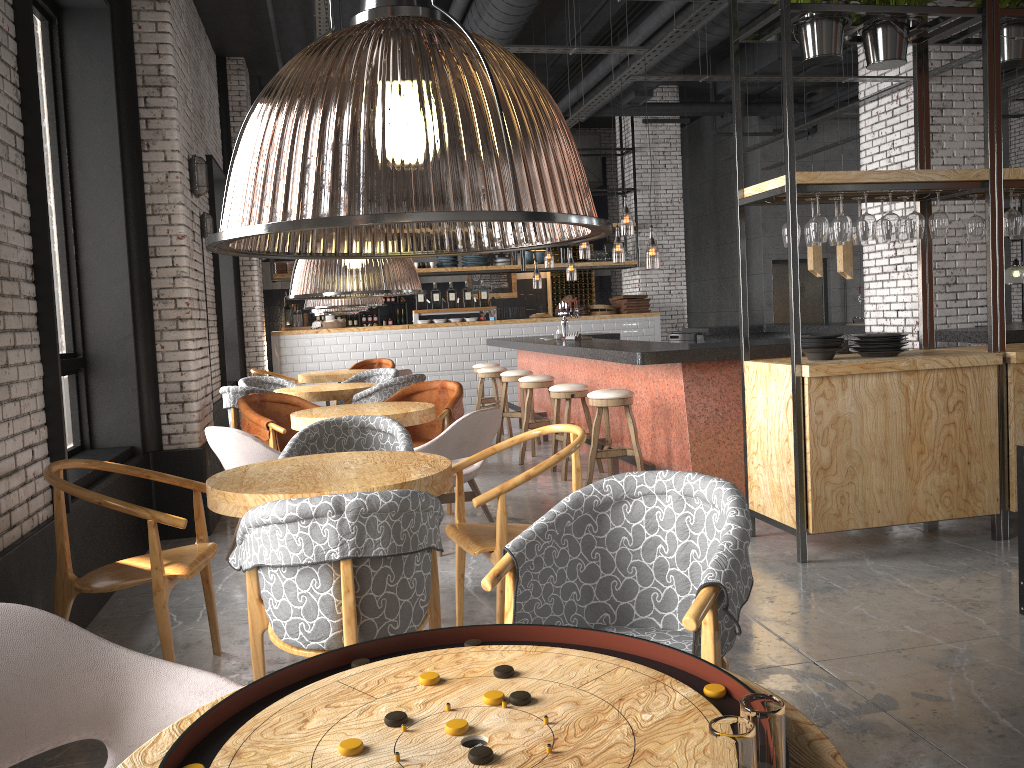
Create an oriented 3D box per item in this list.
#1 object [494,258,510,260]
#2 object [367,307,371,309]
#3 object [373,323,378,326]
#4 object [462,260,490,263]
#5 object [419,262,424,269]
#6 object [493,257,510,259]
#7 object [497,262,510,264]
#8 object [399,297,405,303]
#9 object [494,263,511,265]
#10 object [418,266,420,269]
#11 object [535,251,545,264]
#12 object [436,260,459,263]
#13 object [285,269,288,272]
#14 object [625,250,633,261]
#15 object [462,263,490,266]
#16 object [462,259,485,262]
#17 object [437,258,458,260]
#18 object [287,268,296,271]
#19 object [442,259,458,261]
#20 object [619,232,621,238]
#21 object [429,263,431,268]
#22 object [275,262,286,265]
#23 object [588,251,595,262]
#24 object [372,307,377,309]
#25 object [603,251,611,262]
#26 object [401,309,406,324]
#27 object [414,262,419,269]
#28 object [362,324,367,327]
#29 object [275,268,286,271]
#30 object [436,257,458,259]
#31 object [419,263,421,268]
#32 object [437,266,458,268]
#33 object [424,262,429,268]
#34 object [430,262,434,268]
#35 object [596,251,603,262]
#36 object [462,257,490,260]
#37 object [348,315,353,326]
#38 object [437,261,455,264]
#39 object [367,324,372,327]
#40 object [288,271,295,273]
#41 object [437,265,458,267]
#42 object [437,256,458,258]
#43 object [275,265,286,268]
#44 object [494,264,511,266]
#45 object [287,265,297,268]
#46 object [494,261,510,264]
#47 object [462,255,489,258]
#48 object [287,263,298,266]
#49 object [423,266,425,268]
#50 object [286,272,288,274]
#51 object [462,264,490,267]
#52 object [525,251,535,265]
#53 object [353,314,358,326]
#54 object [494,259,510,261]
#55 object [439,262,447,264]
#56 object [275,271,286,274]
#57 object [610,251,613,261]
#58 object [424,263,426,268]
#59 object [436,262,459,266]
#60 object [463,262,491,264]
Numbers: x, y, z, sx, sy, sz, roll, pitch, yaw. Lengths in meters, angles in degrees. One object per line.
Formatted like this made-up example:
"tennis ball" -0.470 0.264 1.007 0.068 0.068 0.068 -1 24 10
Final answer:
"object" -0.157 -1.957 13.928 0.265 0.034 0.265 -3 4 1
"object" -2.665 -1.450 16.493 0.111 0.101 0.090 1 5 45
"object" -2.539 -1.082 16.522 0.106 0.108 0.089 0 5 39
"object" -0.562 -1.907 13.844 0.454 0.062 0.453 0 5 33
"object" -1.367 -1.797 13.457 0.072 0.097 0.072 -2 4 9
"object" -0.159 -1.968 13.927 0.265 0.037 0.265 -4 5 -17
"object" -0.155 -1.885 13.931 0.263 0.037 0.263 -6 6 -38
"object" -2.056 -1.573 16.600 0.106 0.108 0.089 0 5 39
"object" -0.154 -1.875 13.931 0.263 0.038 0.263 -3 4 4
"object" -1.415 -1.812 13.686 0.072 0.097 0.072 -2 4 18
"object" 0.457 -1.997 14.039 0.166 0.230 0.198 -6 5 -41
"object" -0.999 -1.895 13.754 0.371 0.071 0.373 -3 4 0
"object" -3.462 -1.710 13.385 0.157 0.053 0.168 -4 4 -12
"object" 1.868 -2.053 14.167 0.118 0.180 0.118 -2 4 12
"object" -0.559 -1.858 13.848 0.454 0.042 0.454 -6 5 -37
"object" -0.560 -1.931 13.843 0.452 0.065 0.454 1 6 41
"object" -1.003 -1.925 13.754 0.334 0.052 0.334 -1 5 27
"object" -3.292 -1.713 13.310 0.157 0.053 0.168 -3 4 -7
"object" -1.004 -1.911 13.753 0.335 0.039 0.335 -4 5 -12
"object" 1.742 -2.245 14.354 0.140 0.549 0.097 -3 3 -7
"object" -1.239 -1.815 13.603 0.072 0.097 0.072 -3 4 -8
"object" -3.428 -1.769 13.128 0.157 0.053 0.168 -4 4 -12
"object" 1.263 -2.018 14.091 0.118 0.180 0.118 0 5 42
"object" -2.563 -1.462 16.503 0.092 0.112 0.100 -5 4 -25
"object" 1.508 -2.031 14.113 0.118 0.180 0.118 -1 4 21
"object" -2.042 -1.269 16.622 0.079 0.280 0.079 -3 3 -8
"object" -1.447 -1.792 13.441 0.072 0.097 0.072 -1 4 28
"object" -2.738 -1.071 16.480 0.092 0.112 0.100 -5 4 -25
"object" -3.424 -1.692 13.132 0.157 0.053 0.168 -4 4 -12
"object" -1.005 -1.940 13.754 0.335 0.051 0.334 -2 4 5
"object" -1.391 -1.805 13.572 0.072 0.097 0.072 -2 4 16
"object" -0.998 -1.807 13.759 0.335 0.033 0.335 -7 6 -42
"object" -1.292 -1.802 13.473 0.072 0.097 0.072 -3 4 -3
"object" -1.215 -1.807 13.489 0.072 0.097 0.072 -1 4 20
"object" 1.386 -2.024 14.098 0.118 0.180 0.118 0 5 38
"object" -0.563 -1.953 13.842 0.454 0.048 0.454 -2 5 15
"object" -2.997 -1.207 16.424 0.079 0.280 0.079 -3 3 -3
"object" -1.003 -1.872 13.755 0.334 0.045 0.335 -4 5 -15
"object" -2.645 -1.075 16.501 0.092 0.108 0.105 -3 4 0
"object" -3.289 -1.668 13.313 0.157 0.053 0.168 -3 4 -7
"object" -0.999 -1.821 13.757 0.335 0.046 0.334 -5 5 -26
"object" -1.006 -1.952 13.751 0.335 0.035 0.335 -6 5 -36
"object" -3.426 -1.728 13.130 0.157 0.053 0.168 -4 4 -12
"object" -0.153 -1.863 13.933 0.263 0.026 0.264 -1 5 24
"object" -3.293 -1.748 13.308 0.157 0.053 0.168 -3 4 -7
"object" -0.156 -1.903 13.931 0.265 0.038 0.265 -2 4 11
"object" -0.562 -1.977 13.842 0.453 0.062 0.455 -3 4 4
"object" -3.295 -1.790 13.306 0.157 0.053 0.168 -3 4 -7
"object" -1.340 -1.817 13.702 0.072 0.097 0.072 -3 4 -3
"object" -3.460 -1.665 13.387 0.157 0.053 0.168 -4 4 -12
"object" -0.557 -1.834 13.850 0.454 0.033 0.454 -5 5 -29
"object" 0.280 -1.987 14.015 0.198 0.230 0.166 -3 4 -5
"object" -2.904 -1.213 16.443 0.079 0.280 0.079 -6 5 -43
"object" -0.157 -1.939 13.929 0.263 0.029 0.263 -6 5 -35
"object" -1.003 -1.860 13.757 0.334 0.051 0.335 -1 5 19
"object" -3.422 -1.648 13.135 0.157 0.053 0.168 -4 4 -12
"object" 1.623 -2.040 14.151 0.118 0.180 0.118 -5 4 -35
"object" -1.316 -1.810 13.587 0.072 0.097 0.072 0 5 38
"object" -1.002 -1.843 13.760 0.373 0.067 0.372 -5 5 -30
"object" -0.558 -1.883 13.847 0.453 0.050 0.455 -2 4 9
